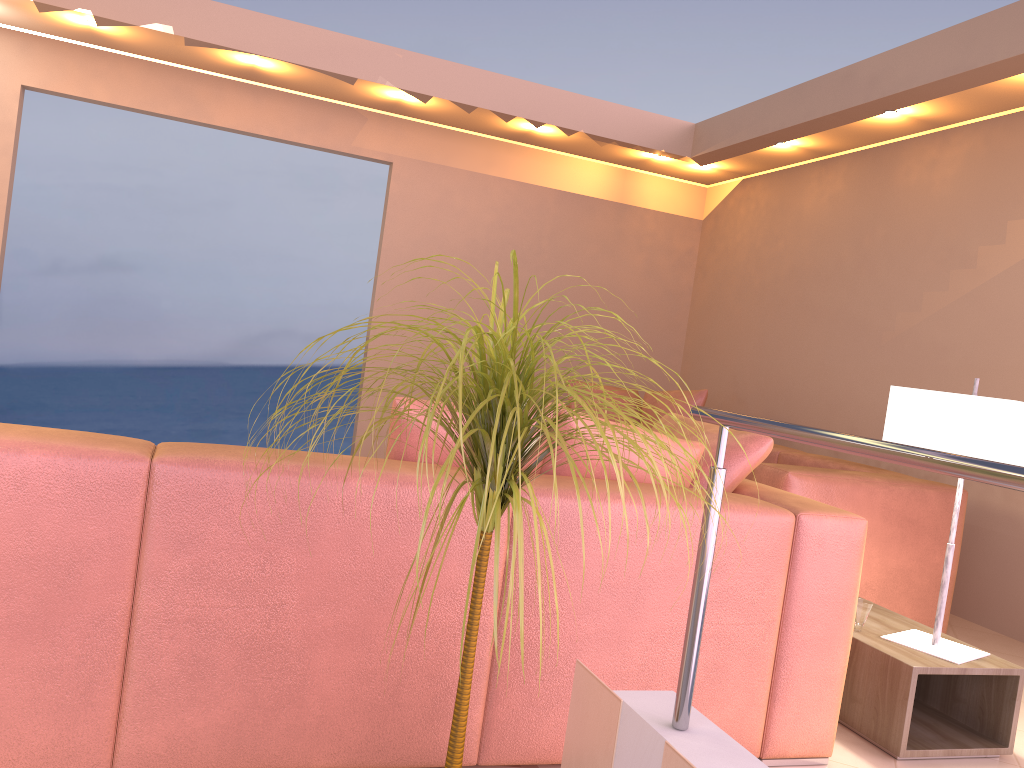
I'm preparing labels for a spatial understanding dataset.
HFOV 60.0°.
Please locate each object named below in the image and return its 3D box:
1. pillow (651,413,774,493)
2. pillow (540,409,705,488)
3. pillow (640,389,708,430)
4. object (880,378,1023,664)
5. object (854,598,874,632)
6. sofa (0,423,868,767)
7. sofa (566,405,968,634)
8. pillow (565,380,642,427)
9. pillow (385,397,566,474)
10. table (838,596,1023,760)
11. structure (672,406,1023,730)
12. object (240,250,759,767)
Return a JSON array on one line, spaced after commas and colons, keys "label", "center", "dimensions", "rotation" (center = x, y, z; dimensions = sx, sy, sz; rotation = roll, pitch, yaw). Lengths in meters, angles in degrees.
[{"label": "pillow", "center": [0.465, 0.323, 2.645], "dimensions": [0.314, 0.455, 0.519], "rotation": [7, 2, -23]}, {"label": "pillow", "center": [0.250, 0.295, 2.368], "dimensions": [0.492, 0.446, 0.255], "rotation": [7, 2, -36]}, {"label": "pillow", "center": [0.935, 0.261, 5.464], "dimensions": [0.302, 0.528, 0.582], "rotation": [7, 2, -36]}, {"label": "object", "center": [1.304, 0.379, 2.604], "dimensions": [0.344, 0.799, 0.344], "rotation": [6, 2, -41]}, {"label": "object", "center": [1.051, 0.699, 2.674], "dimensions": [0.061, 0.091, 0.061], "rotation": [9, 2, 21]}, {"label": "sofa", "center": [-0.535, 0.466, 2.271], "dimensions": [2.781, 0.672, 0.943], "rotation": [7, 2, -20]}, {"label": "sofa", "center": [0.977, 0.599, 4.804], "dimensions": [0.943, 0.672, 2.781], "rotation": [7, 2, -20]}, {"label": "pillow", "center": [0.626, 0.250, 5.763], "dimensions": [0.554, 0.486, 0.335], "rotation": [7, 2, -23]}, {"label": "pillow", "center": [-0.118, 0.250, 2.239], "dimensions": [0.470, 0.468, 0.211], "rotation": [7, 2, -25]}, {"label": "table", "center": [1.098, 0.881, 2.882], "dimensions": [0.412, 0.268, 0.918], "rotation": [7, 2, -20]}, {"label": "structure", "center": [-1.322, 0.125, 0.115], "dimensions": [4.176, 0.541, 1.663], "rotation": [7, 2, -20]}, {"label": "object", "center": [-0.051, 0.354, 1.321], "dimensions": [0.729, 1.088, 0.703], "rotation": [9, 2, 39]}]
